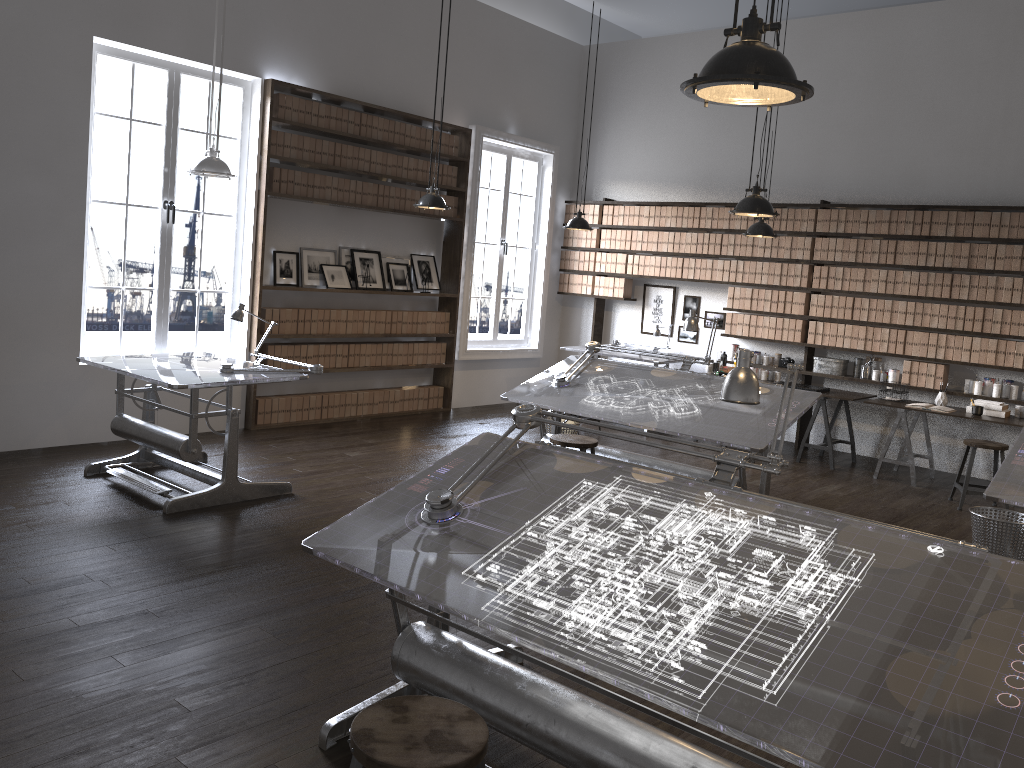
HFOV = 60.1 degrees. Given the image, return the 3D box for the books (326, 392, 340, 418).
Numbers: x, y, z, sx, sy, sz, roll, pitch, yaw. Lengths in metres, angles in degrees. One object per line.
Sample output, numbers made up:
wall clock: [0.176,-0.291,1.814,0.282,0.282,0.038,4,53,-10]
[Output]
books: [-1.737,0.198,8.510,0.175,0.224,0.067,9,6,40]

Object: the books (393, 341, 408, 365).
books: [-1.157,-0.319,9.116,0.175,0.225,0.067,9,6,40]

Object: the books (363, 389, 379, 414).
books: [-1.420,0.176,8.877,0.175,0.225,0.067,9,6,40]

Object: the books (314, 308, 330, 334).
books: [-1.793,-0.590,8.311,0.175,0.225,0.067,9,6,40]

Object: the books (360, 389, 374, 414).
books: [-1.467,0.178,8.829,0.175,0.224,0.067,9,6,40]

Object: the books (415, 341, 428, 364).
books: [-0.977,-0.331,9.324,0.175,0.224,0.067,9,6,40]

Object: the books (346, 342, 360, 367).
books: [-1.565,-0.289,8.635,0.175,0.224,0.067,9,6,40]

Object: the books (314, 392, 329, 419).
books: [-1.825,0.205,8.402,0.175,0.225,0.067,9,6,40]

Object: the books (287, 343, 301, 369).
books: [-2.018,-0.257,8.099,0.175,0.225,0.067,9,6,40]

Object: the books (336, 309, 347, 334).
books: [-1.663,-0.599,8.459,0.175,0.224,0.067,9,6,40]

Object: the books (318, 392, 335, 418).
books: [-1.781,0.200,8.462,0.175,0.224,0.067,9,6,40]

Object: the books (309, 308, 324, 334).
books: [-1.839,-0.587,8.257,0.175,0.225,0.067,9,6,40]

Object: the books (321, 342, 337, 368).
books: [-1.753,-0.276,8.413,0.175,0.225,0.067,9,6,40]

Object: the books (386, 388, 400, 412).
books: [-1.240,0.162,9.094,0.175,0.224,0.067,9,6,40]

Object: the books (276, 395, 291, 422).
books: [-2.101,0.223,8.083,0.175,0.224,0.067,9,6,40]

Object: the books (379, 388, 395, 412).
books: [-1.285,0.166,9.038,0.175,0.225,0.067,9,6,40]

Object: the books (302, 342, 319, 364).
books: [-1.885,-0.266,8.256,0.175,0.224,0.067,9,6,40]

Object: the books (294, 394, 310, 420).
books: [-1.969,0.214,8.240,0.175,0.225,0.067,9,6,40]

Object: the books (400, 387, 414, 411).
books: [-1.114,0.153,9.246,0.175,0.225,0.067,9,6,40]

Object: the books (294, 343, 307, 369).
books: [-1.970,-0.260,8.150,0.175,0.225,0.067,9,6,40]

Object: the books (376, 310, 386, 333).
books: [-1.346,-0.622,8.834,0.175,0.224,0.067,9,6,40]

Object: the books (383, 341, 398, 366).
books: [-1.244,-0.311,9.002,0.175,0.225,0.067,9,6,40]

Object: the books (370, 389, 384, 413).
books: [-1.380,0.172,8.935,0.175,0.225,0.067,9,6,40]

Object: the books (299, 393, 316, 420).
books: [-1.920,0.211,8.291,0.175,0.225,0.067,9,6,40]

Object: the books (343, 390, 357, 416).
books: [-1.601,0.188,8.668,0.175,0.225,0.067,9,6,40]

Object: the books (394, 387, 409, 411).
books: [-1.153,0.157,9.191,0.175,0.225,0.067,9,6,40]

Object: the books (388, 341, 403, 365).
books: [-1.199,-0.315,9.060,0.175,0.225,0.067,9,6,40]

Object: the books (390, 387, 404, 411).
books: [-1.200,0.159,9.143,0.175,0.224,0.067,9,6,40]

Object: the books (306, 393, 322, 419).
books: [-1.878,0.207,8.348,0.175,0.225,0.067,9,6,40]

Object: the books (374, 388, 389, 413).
books: [-1.334,0.169,8.987,0.175,0.225,0.067,9,6,40]

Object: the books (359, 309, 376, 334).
books: [-1.431,-0.615,8.728,0.175,0.225,0.067,9,6,40]

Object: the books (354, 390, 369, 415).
books: [-1.506,0.181,8.780,0.175,0.224,0.067,9,6,40]

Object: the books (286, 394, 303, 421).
books: [-2.015,0.217,8.186,0.175,0.225,0.067,9,6,40]

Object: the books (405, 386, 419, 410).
books: [-1.068,0.150,9.300,0.175,0.225,0.067,9,6,40]

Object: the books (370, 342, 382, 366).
books: [-1.384,-0.302,8.846,0.175,0.225,0.067,9,6,40]

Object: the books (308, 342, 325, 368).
books: [-1.838,-0.269,8.304,0.175,0.225,0.067,9,6,40]

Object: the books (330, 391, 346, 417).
books: [-1.693,0.195,8.556,0.175,0.225,0.067,9,6,40]

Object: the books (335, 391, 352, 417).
books: [-1.646,0.192,8.611,0.175,0.225,0.067,9,6,40]

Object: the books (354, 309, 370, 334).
books: [-1.480,-0.612,8.675,0.175,0.225,0.067,9,6,40]

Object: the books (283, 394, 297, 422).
books: [-2.054,0.221,8.131,0.175,0.225,0.067,9,6,40]

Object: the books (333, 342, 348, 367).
books: [-1.661,-0.283,8.521,0.175,0.225,0.067,9,6,40]

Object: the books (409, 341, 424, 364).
books: [-1.017,-0.328,9.275,0.175,0.224,0.067,9,6,40]

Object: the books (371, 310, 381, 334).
books: [-1.384,-0.618,8.783,0.175,0.225,0.067,9,6,40]

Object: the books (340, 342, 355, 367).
books: [-1.609,-0.285,8.575,0.175,0.225,0.067,9,6,40]

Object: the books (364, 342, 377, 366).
books: [-1.431,-0.299,8.794,0.175,0.225,0.067,9,6,40]

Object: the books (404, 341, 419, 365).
books: [-1.062,-0.324,9.219,0.175,0.225,0.067,9,6,40]

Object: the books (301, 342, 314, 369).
books: [-1.924,-0.263,8.207,0.175,0.224,0.067,9,6,40]

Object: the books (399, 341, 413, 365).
books: [-1.110,-0.322,9.168,0.175,0.225,0.067,9,6,40]

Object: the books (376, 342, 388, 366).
books: [-1.335,-0.305,8.902,0.175,0.224,0.067,9,6,40]

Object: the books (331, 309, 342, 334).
books: [-1.705,-0.596,8.413,0.175,0.224,0.067,9,6,40]

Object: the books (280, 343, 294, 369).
books: [-2.065,-0.254,8.047,0.175,0.225,0.067,9,6,40]

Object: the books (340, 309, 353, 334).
books: [-1.615,-0.602,8.513,0.175,0.225,0.067,9,6,40]

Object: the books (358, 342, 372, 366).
books: [-1.473,-0.295,8.738,0.175,0.225,0.067,9,6,40]

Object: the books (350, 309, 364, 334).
books: [-1.529,-0.609,8.624,0.175,0.225,0.067,9,6,40]

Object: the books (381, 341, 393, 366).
books: [-1.290,-0.308,8.947,0.175,0.225,0.067,9,6,40]

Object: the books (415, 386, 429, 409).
books: [-0.977,0.143,9.409,0.175,0.225,0.067,9,6,40]

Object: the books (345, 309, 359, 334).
books: [-1.572,-0.606,8.570,0.175,0.225,0.067,9,6,40]

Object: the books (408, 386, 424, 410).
books: [-1.019,0.147,9.352,0.175,0.225,0.067,9,6,40]

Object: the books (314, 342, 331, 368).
books: [-1.799,-0.273,8.359,0.175,0.225,0.067,9,6,40]

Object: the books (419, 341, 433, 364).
books: [-0.930,-0.333,9.372,0.175,0.225,0.067,9,6,40]
